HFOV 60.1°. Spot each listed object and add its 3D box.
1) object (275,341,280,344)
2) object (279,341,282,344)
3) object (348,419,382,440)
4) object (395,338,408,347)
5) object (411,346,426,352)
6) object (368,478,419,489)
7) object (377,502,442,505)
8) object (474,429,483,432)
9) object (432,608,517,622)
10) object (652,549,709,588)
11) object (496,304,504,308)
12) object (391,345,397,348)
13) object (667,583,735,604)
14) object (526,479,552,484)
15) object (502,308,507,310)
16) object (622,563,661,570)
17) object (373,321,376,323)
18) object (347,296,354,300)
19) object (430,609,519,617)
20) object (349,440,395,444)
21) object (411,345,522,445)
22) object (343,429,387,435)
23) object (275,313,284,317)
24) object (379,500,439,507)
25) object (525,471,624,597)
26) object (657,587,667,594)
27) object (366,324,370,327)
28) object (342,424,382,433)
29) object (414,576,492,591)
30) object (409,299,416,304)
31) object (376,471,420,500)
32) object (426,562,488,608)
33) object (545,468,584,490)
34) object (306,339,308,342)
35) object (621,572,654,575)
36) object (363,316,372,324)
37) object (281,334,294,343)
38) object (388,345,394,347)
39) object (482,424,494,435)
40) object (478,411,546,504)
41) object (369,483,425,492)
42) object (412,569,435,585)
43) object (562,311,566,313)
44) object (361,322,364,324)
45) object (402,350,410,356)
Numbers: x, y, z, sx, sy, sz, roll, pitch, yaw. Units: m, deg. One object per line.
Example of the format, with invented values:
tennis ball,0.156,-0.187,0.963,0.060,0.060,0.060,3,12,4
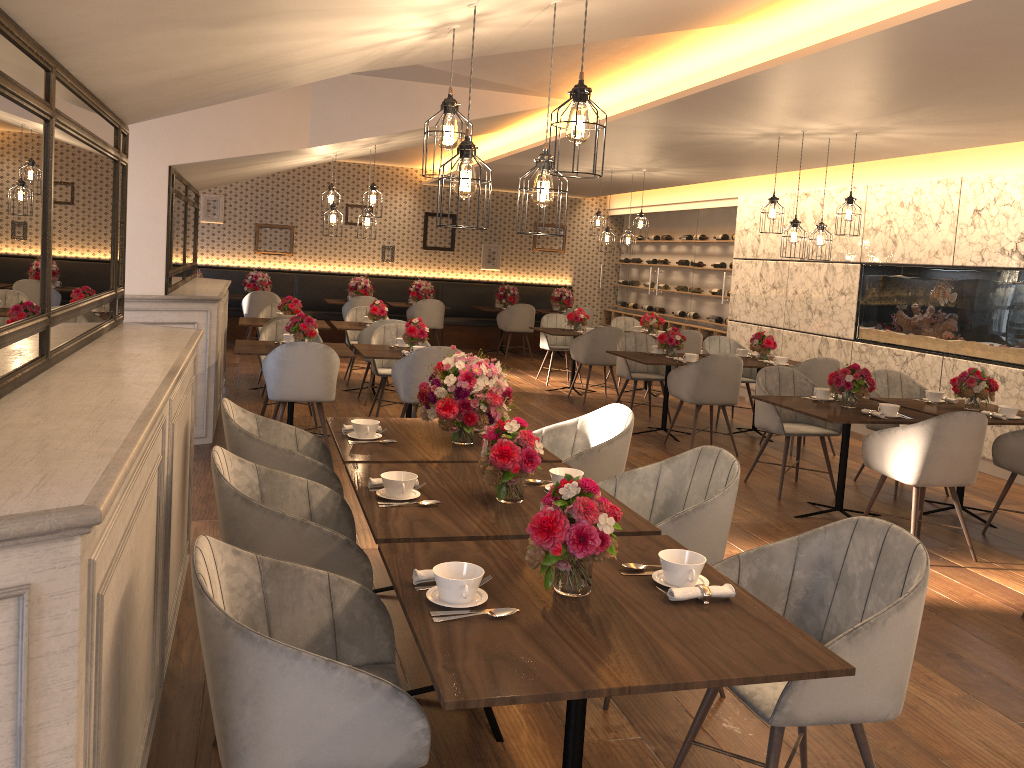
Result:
object,-1.949,-0.347,7.323,0.043,0.015,0.198,1,9,-20
object,-1.914,-0.339,7.327,0.022,0.004,0.212,1,8,-17
object,-0.640,0.200,3.859,0.148,0.072,0.149,7,8,26
object,-0.939,-0.356,7.640,0.149,0.072,0.148,10,10,40
object,-0.734,-0.262,7.069,0.149,0.072,0.148,10,10,40
object,-0.413,0.342,3.079,0.175,0.039,0.056,1,7,-17
object,-0.335,0.390,2.905,0.210,0.004,0.022,1,8,-17
object,-0.119,0.218,4.172,0.197,0.015,0.043,1,8,-20
object,-0.081,0.527,2.013,0.197,0.015,0.043,1,8,-20
object,0.443,0.488,2.320,0.148,0.072,0.149,7,8,26
object,-0.210,-1.291,14.559,0.149,0.072,0.148,8,9,31
object,-1.008,-0.319,7.595,0.022,0.004,0.212,1,8,-17
object,0.474,0.522,2.213,0.175,0.039,0.056,1,7,-17
object,0.141,0.361,3.281,0.197,0.015,0.043,1,8,-20
object,-0.115,-1.182,13.956,0.056,0.039,0.177,2,8,-17
object,0.391,0.499,2.425,0.197,0.015,0.043,1,8,-20
object,-1.383,-0.618,9.286,0.149,0.072,0.148,10,10,40
object,-2.508,-1.342,13.877,0.149,0.072,0.148,8,9,31
object,-0.085,0.527,2.049,0.210,0.004,0.022,1,8,-17
object,-0.592,0.246,3.759,0.197,0.015,0.043,1,8,-20
object,-0.202,0.047,3.877,0.419,0.423,0.408,0,7,-28
object,-0.655,0.212,3.940,0.192,0.024,0.025,1,7,-17
object,-2.493,-0.732,9.589,0.149,0.072,0.148,10,10,40
object,-0.332,0.389,2.869,0.197,0.015,0.043,1,8,-20
object,0.163,0.367,2.208,0.235,0.300,0.306,7,7,30
object,0.455,0.524,2.244,0.192,0.024,0.025,1,7,-17
object,-1.493,-0.604,9.255,0.056,0.039,0.177,2,8,-17
object,-0.673,0.199,3.970,0.175,0.039,0.056,1,7,-17
object,-0.144,0.492,2.194,0.192,0.024,0.025,1,7,-17
object,-1.578,-1.321,14.153,0.149,0.072,0.148,8,9,31
object,-0.380,0.343,2.969,0.148,0.072,0.149,7,8,26
object,-0.130,0.480,2.113,0.148,0.072,0.149,7,8,26
object,0.193,0.350,3.176,0.148,0.072,0.149,7,8,26
object,-1.736,-0.357,7.405,0.056,0.039,0.177,2,8,-17
object,0.394,0.510,2.390,0.210,0.004,0.022,1,8,-17
object,-1.587,-0.712,9.857,0.149,0.072,0.148,10,10,40
object,-1.844,-0.376,7.371,0.149,0.072,0.148,10,10,40
object,-1.044,-0.327,7.592,0.043,0.015,0.198,1,9,-20
object,-0.067,0.207,4.067,0.148,0.072,0.149,7,8,26
object,0.004,0.246,3.009,0.234,0.300,0.307,4,6,2
object,-0.395,0.355,3.049,0.192,0.024,0.025,1,7,-17
object,-0.163,0.480,2.223,0.175,0.039,0.056,1,7,-17
object,0.844,-1.161,14.241,0.056,0.039,0.177,2,8,-17
object,-1.657,-0.676,9.813,0.022,0.004,0.212,1,8,-17
object,-0.845,-0.247,7.037,0.056,0.039,0.177,2,8,-17
